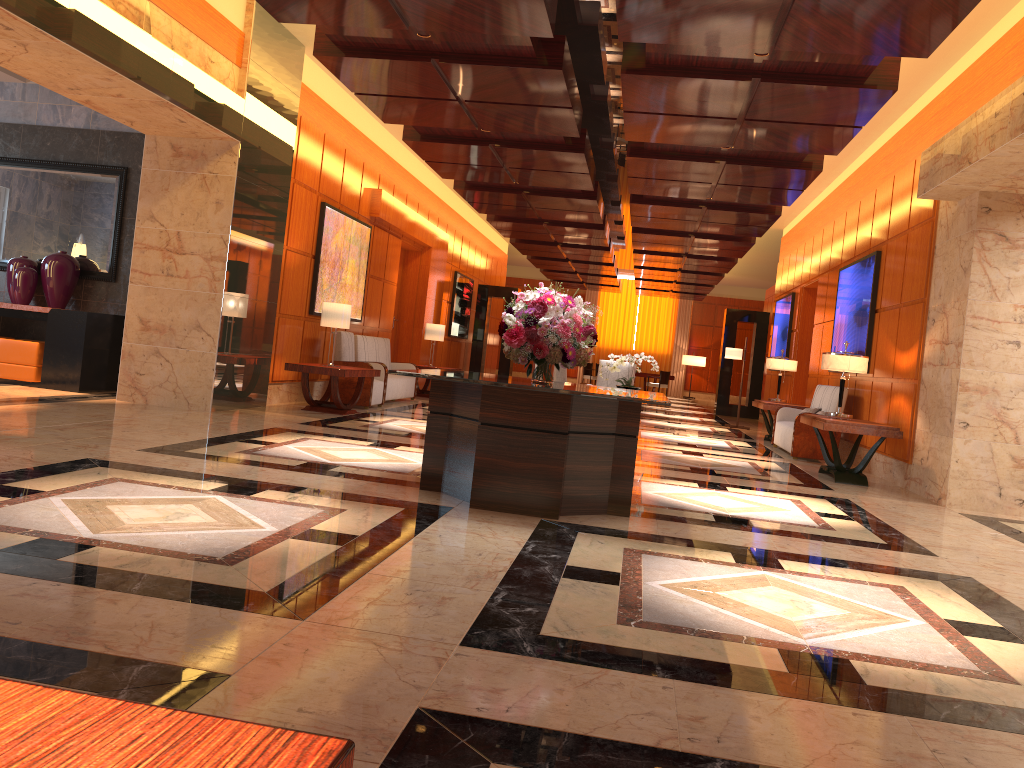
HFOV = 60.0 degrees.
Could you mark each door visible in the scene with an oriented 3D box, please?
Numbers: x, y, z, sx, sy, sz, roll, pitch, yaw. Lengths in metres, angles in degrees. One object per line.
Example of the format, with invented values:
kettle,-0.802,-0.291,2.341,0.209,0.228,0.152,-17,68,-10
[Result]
door,-2.128,-1.197,16.002,0.341,2.651,1.499,6,0,8
door,5.100,-0.379,14.956,0.341,2.651,1.537,6,0,8

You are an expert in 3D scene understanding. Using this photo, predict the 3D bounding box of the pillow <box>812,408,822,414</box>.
pillow,3.913,0.428,11.506,0.160,0.253,0.358,6,1,5

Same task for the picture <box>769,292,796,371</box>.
picture,5.237,-0.978,17.234,0.056,1.452,1.996,6,1,8

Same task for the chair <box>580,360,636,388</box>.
chair,1.392,0.135,12.837,0.739,0.961,0.627,6,0,27

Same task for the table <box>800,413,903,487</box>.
table,3.393,0.671,9.019,0.726,0.606,1.270,6,2,8

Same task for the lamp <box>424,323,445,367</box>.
lamp,2.009,-0.116,9.940,0.334,0.734,13.027,6,2,-32

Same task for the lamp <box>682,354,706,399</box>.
lamp,6.386,-0.311,31.359,0.809,1.661,0.812,6,0,-42

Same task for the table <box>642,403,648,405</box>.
table,1.374,0.431,11.326,0.723,0.496,1.559,6,2,11

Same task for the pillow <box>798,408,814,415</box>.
pillow,3.946,0.425,11.941,0.195,0.227,0.344,6,1,13

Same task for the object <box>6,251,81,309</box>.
object,-5.386,-1.210,10.065,0.862,0.652,0.520,6,1,7

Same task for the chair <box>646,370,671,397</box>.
chair,4.466,0.022,26.920,0.583,0.894,0.577,6,0,-39

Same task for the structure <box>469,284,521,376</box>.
structure,-0.428,-1.132,21.665,0.986,2.498,0.500,6,0,8

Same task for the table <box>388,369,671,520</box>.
table,0.155,0.363,5.721,1.601,0.745,1.600,6,2,8

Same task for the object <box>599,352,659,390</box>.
object,1.506,-0.119,11.438,0.787,0.617,0.418,6,0,-14

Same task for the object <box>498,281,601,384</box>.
object,0.232,-0.336,5.744,0.650,0.658,0.680,6,1,-1

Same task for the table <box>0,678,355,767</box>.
table,-0.801,0.544,0.565,1.168,0.534,0.724,6,1,8

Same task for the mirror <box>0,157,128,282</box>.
mirror,-5.365,-1.928,10.320,1.768,1.338,0.029,6,0,8

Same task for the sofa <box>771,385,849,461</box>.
sofa,3.838,0.459,11.497,0.613,0.932,1.798,6,1,9

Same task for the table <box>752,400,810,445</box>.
table,3.999,0.591,13.197,0.726,0.606,1.270,6,2,8

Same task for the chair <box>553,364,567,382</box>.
chair,0.670,0.158,9.930,0.628,0.961,0.738,6,1,-13

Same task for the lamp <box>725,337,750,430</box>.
lamp,4.071,-0.029,16.013,0.526,1.661,0.360,6,0,-2

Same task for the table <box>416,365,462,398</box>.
table,-1.395,-0.035,15.413,0.725,0.534,1.167,6,2,11

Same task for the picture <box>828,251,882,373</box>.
picture,4.395,-0.868,11.435,0.056,1.452,1.996,6,1,8

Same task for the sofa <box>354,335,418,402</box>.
sofa,-1.903,-0.223,13.260,0.613,0.932,1.798,6,1,9

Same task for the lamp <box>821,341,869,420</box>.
lamp,3.421,-0.043,9.167,0.459,0.810,0.458,6,0,17

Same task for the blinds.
blinds,4.464,-1.766,32.306,3.855,4.065,0.149,6,0,8

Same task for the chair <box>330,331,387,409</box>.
chair,-2.022,-0.192,11.644,0.629,0.961,0.737,6,1,7

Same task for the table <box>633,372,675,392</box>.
table,3.987,0.001,27.821,2.104,0.741,0.785,6,1,-21

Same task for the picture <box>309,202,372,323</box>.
picture,-2.350,-1.628,12.331,0.056,1.452,1.996,6,1,8

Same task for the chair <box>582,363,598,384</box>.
chair,2.503,-0.224,27.875,0.583,0.894,0.577,6,1,-44

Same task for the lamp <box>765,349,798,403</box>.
lamp,4.018,-0.129,13.277,0.458,0.794,0.459,6,0,-30

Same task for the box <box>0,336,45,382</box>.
box,-5.612,-0.297,9.805,1.133,0.427,0.489,6,1,8

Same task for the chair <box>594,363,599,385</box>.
chair,2.994,-0.211,29.033,0.577,0.894,0.583,6,0,36

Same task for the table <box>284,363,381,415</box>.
table,-2.114,0.060,10.455,0.725,0.534,1.167,6,2,11

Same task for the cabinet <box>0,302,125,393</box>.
cabinet,-5.574,-0.462,9.950,2.191,0.868,0.783,6,1,8

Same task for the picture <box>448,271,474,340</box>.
picture,-1.165,-1.783,20.505,0.056,1.452,1.996,6,1,8

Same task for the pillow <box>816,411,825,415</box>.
pillow,3.813,0.447,11.069,0.202,0.230,0.273,6,1,11
